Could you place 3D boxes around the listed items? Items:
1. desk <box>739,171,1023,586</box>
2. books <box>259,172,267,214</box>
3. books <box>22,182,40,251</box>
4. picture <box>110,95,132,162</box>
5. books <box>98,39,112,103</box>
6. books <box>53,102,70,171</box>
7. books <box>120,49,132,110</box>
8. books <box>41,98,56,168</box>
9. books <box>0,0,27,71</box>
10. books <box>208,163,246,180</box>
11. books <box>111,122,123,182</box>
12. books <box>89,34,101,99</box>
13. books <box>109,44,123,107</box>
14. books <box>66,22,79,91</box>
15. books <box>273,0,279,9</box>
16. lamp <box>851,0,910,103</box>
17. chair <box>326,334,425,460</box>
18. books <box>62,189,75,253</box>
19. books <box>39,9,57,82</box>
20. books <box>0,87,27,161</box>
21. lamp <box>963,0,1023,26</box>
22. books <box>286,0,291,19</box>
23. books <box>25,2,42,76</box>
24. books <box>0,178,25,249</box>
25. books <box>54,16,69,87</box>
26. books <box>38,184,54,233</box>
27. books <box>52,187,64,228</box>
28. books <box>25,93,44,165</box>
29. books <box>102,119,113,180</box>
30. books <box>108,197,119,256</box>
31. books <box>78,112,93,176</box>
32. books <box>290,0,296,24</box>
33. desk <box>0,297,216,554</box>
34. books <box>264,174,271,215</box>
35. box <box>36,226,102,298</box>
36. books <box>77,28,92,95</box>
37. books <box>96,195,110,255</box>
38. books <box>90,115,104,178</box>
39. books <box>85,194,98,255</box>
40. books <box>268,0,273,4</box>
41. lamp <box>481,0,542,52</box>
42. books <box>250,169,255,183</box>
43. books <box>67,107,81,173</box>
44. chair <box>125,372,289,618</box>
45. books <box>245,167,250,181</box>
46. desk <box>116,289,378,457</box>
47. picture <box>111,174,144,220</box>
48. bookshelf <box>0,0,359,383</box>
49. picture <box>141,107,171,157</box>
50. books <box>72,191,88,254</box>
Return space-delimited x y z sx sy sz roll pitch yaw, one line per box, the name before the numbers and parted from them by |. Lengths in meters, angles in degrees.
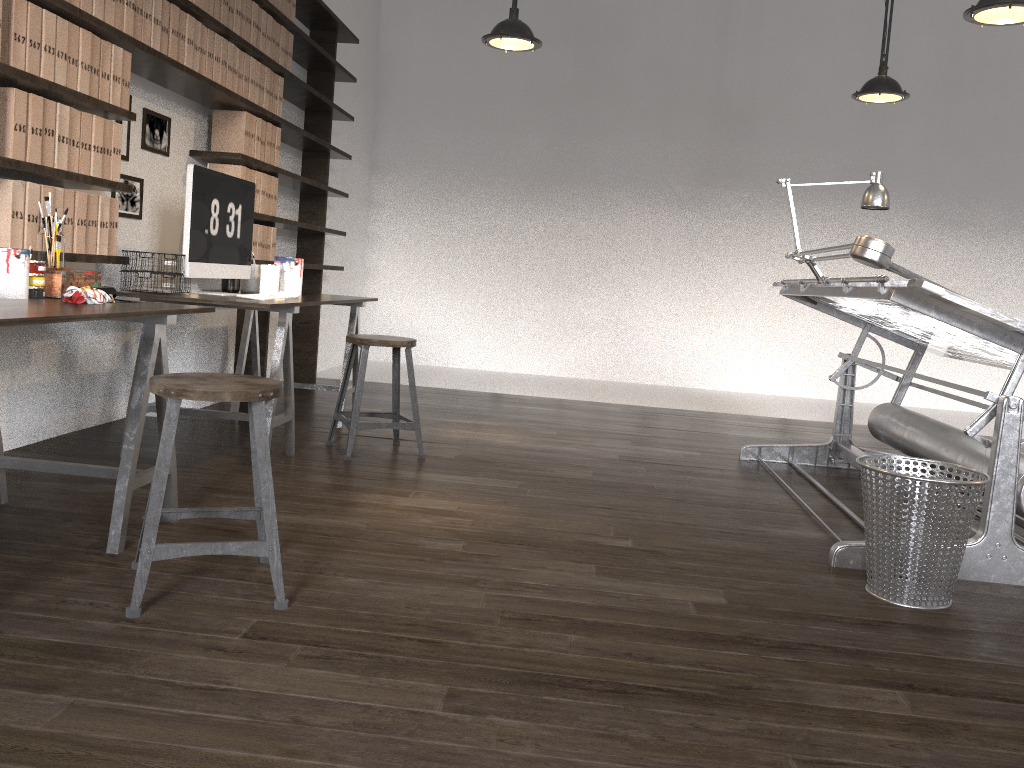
desk | 1.579 -0.168 3.566 1.077 1.381 2.077 5 6 5
books | -1.425 -1.029 4.774 0.174 0.225 0.067 5 4 5
books | -1.622 -0.539 2.848 0.174 0.225 0.067 5 4 5
picture | -1.675 -1.099 3.747 0.022 0.283 0.202 5 5 4
books | -1.551 -1.130 3.201 0.174 0.225 0.067 5 4 5
books | -1.590 -0.831 2.976 0.174 0.225 0.067 5 4 5
books | -1.539 -1.146 3.342 0.174 0.225 0.067 5 4 5
books | -1.601 -0.823 2.906 0.174 0.225 0.067 5 4 5
books | -1.596 -1.078 2.723 0.174 0.225 0.067 5 4 5
books | -1.452 -0.998 4.493 0.174 0.225 0.067 5 4 5
books | -1.561 -0.868 3.313 0.174 0.225 0.067 5 4 5
books | -1.558 -1.123 3.130 0.174 0.225 0.067 5 4 5
books | -1.541 -1.138 3.271 0.174 0.225 0.067 5 4 5
books | -1.568 -1.108 2.996 0.174 0.225 0.067 5 4 5
books | -1.338 -2.121 4.731 0.174 0.225 0.067 5 4 5
lamp | 2.194 -2.753 4.998 0.312 2.245 0.312 3 4 -16
chair | -0.607 0.052 3.998 0.371 0.526 0.360 2 5 -27
books | -1.611 -0.562 3.049 0.174 0.225 0.067 5 4 5
books | -1.577 -1.093 2.862 0.174 0.225 0.067 5 4 5
books | -1.615 -0.807 2.758 0.174 0.225 0.067 5 4 5
lamp | 2.054 -2.583 3.453 0.313 2.245 0.311 7 4 29
books | -1.327 -2.144 4.939 0.174 0.225 0.067 5 4 5
books | -1.587 -1.085 2.792 0.174 0.225 0.067 5 4 5
books | -1.632 -0.532 2.777 0.174 0.225 0.067 5 4 5
books | -1.573 -1.101 2.934 0.174 0.225 0.067 5 4 5
books | -1.616 -0.547 2.920 0.174 0.225 0.067 5 4 5
books | -1.614 -0.555 2.984 0.174 0.225 0.067 5 4 5
books | -1.602 -0.815 2.831 0.174 0.225 0.067 5 4 5
books | -1.568 -0.861 3.251 0.174 0.225 0.067 5 4 5
books | -1.584 -0.594 3.338 0.174 0.225 0.067 5 4 5
books | -1.581 -0.846 3.117 0.174 0.225 0.067 5 4 5
books | -1.317 -2.152 5.008 0.174 0.225 0.067 5 4 5
desk | -1.367 0.152 2.029 0.656 0.667 1.675 5 6 5
books | -1.419 -1.036 4.840 0.174 0.225 0.067 5 4 5
box | -1.377 -0.374 2.713 0.137 0.206 0.212 5 5 5
books | -1.558 -1.115 3.062 0.174 0.225 0.067 5 4 5
books | -1.586 -0.586 3.267 0.174 0.225 0.067 5 4 5
books | -1.569 -0.853 3.184 0.174 0.225 0.067 5 4 5
books | -1.597 -0.578 3.197 0.174 0.225 0.067 5 4 5
books | -1.345 -2.113 4.660 0.174 0.225 0.067 5 4 5
lamp | 0.085 -2.850 4.446 0.313 2.245 0.311 7 4 29
books | -1.445 -1.014 4.633 0.174 0.225 0.067 5 4 5
books | -1.588 -0.839 3.047 0.174 0.225 0.067 5 4 5
chair | -0.744 0.253 2.195 0.358 0.526 0.373 3 5 -22
books | -1.449 -1.006 4.564 0.174 0.225 0.067 5 4 5
desk | -1.173 -0.083 4.158 0.656 0.667 1.675 5 6 5
picture | -1.687 -0.820 3.874 0.023 0.183 0.252 5 6 5
bookshelf | -1.804 -0.416 1.852 0.373 3.194 9.215 5 6 5
picture | -1.642 -1.156 4.079 0.023 0.183 0.252 5 6 5
books | -1.599 -0.570 3.122 0.174 0.225 0.067 5 4 5
